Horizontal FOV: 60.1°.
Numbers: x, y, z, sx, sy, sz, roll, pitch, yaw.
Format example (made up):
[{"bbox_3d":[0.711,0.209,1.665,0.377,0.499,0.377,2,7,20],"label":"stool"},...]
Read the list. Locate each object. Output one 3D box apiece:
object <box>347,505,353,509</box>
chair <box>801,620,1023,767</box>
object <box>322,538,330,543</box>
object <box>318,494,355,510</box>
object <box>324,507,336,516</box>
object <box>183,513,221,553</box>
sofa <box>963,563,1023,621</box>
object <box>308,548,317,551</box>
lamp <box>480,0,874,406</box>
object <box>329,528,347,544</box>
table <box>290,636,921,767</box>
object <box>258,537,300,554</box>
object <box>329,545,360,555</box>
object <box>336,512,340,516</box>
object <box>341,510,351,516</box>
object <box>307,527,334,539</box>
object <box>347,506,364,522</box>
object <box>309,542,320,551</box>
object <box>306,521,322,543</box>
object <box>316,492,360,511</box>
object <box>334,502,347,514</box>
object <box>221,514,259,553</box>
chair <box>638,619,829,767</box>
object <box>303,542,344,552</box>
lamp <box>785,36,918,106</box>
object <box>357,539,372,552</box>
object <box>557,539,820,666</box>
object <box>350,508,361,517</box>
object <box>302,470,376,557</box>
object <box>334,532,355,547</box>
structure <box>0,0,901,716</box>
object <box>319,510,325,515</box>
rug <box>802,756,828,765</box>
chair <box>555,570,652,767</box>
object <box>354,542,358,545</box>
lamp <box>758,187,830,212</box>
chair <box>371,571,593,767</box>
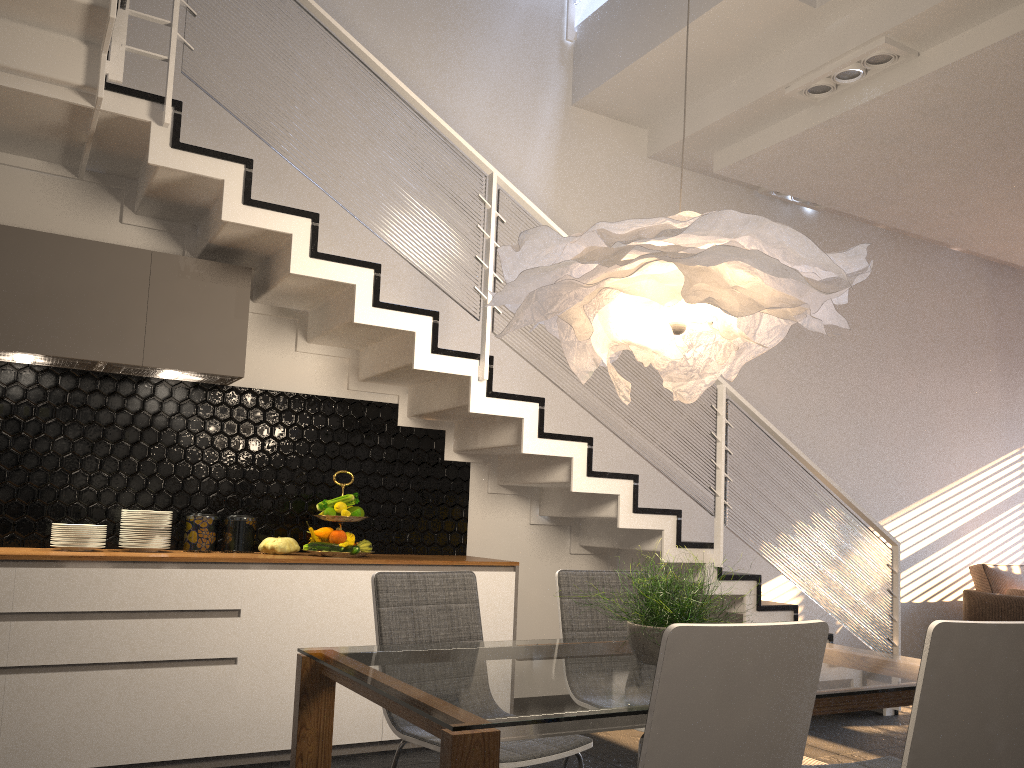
[{"bbox_3d":[-0.822,0.639,4.461,0.059,0.068,0.079,3,-7,-1],"label":"object"},{"bbox_3d":[1.002,1.026,2.222,0.476,0.914,0.604,5,-7,-20],"label":"chair"},{"bbox_3d":[-0.914,0.766,4.393,0.089,0.078,0.088,2,-7,6],"label":"object"},{"bbox_3d":[-0.866,0.579,4.345,0.181,0.081,0.057,2,-7,-1],"label":"object"},{"bbox_3d":[-0.886,0.630,4.313,0.063,0.059,0.065,7,-9,-33],"label":"object"},{"bbox_3d":[-1.485,0.712,4.232,0.172,0.183,0.173,0,-8,19],"label":"object"},{"bbox_3d":[4.732,1.939,7.161,2.326,0.914,0.997,7,-9,-29],"label":"sofa"},{"bbox_3d":[-0.956,0.795,4.248,0.042,0.020,0.043,-1,-9,22],"label":"object"},{"bbox_3d":[0.571,-2.506,2.844,1.063,5.183,1.122,4,-6,-19],"label":"lamp"},{"bbox_3d":[-0.842,0.744,4.299,0.085,0.092,0.087,6,-8,-25],"label":"object"},{"bbox_3d":[0.408,1.141,2.470,1.804,0.710,1.001,7,-9,-29],"label":"table"},{"bbox_3d":[-1.131,0.786,4.310,0.197,0.083,0.190,5,-9,-20],"label":"object"},{"bbox_3d":[-0.812,0.800,4.285,0.239,0.048,0.062,-5,-11,41],"label":"object"},{"bbox_3d":[-0.896,0.648,4.379,0.101,0.061,0.076,-5,-10,42],"label":"object"},{"bbox_3d":[-0.803,0.628,4.281,0.048,0.041,0.045,-1,-8,21],"label":"object"},{"bbox_3d":[-0.929,0.725,4.312,0.127,0.055,0.060,7,-9,-28],"label":"object"},{"bbox_3d":[-0.782,0.647,4.395,0.096,0.078,0.101,7,-9,-34],"label":"object"},{"bbox_3d":[-0.965,0.808,4.378,0.090,0.051,0.068,-2,-9,27],"label":"object"},{"bbox_3d":[-0.958,0.730,4.309,0.061,0.119,0.126,2,-7,3],"label":"object"},{"bbox_3d":[-0.863,0.585,4.403,0.211,0.100,0.067,4,-7,-14],"label":"object"},{"bbox_3d":[-0.837,0.604,4.329,0.071,0.058,0.068,7,-9,-30],"label":"object"},{"bbox_3d":[-1.335,0.734,4.336,0.172,0.183,0.173,-3,-9,37],"label":"object"},{"bbox_3d":[0.318,0.954,1.942,0.476,0.914,0.604,6,-7,-29],"label":"chair"},{"bbox_3d":[-0.905,0.785,4.272,0.217,0.044,0.054,0,-8,17],"label":"object"},{"bbox_3d":[1.788,-1.664,4.705,0.254,0.066,0.647,7,-10,-29],"label":"lamp"},{"bbox_3d":[-0.738,0.807,4.384,0.076,0.072,0.152,1,-8,8],"label":"object"},{"bbox_3d":[0.447,0.623,2.514,0.670,0.365,0.533,8,-9,-34],"label":"object"},{"bbox_3d":[-0.766,0.633,4.323,0.058,0.054,0.060,2,-7,5],"label":"object"},{"bbox_3d":[-0.843,0.639,4.378,0.353,0.423,0.353,7,-9,-35],"label":"object"},{"bbox_3d":[-0.811,0.757,4.303,0.079,0.076,0.155,2,-8,5],"label":"object"},{"bbox_3d":[-0.522,-2.670,2.768,8.480,8.262,4.249,6,-8,-29],"label":"structure"},{"bbox_3d":[-0.923,0.638,4.337,0.052,0.050,0.049,4,-7,-11],"label":"object"},{"bbox_3d":[0.411,1.492,2.439,3.695,0.006,2.381,7,-10,-29],"label":"rug"},{"bbox_3d":[0.466,1.152,3.183,0.476,0.914,0.604,6,-7,-27],"label":"chair"},{"bbox_3d":[-0.788,0.811,4.403,0.085,0.056,0.088,1,-8,11],"label":"object"},{"bbox_3d":[2.116,-1.385,6.431,0.646,0.066,0.254,7,-10,-29],"label":"lamp"},{"bbox_3d":[-0.112,1.052,2.692,0.477,0.914,0.603,8,-9,-43],"label":"chair"}]
